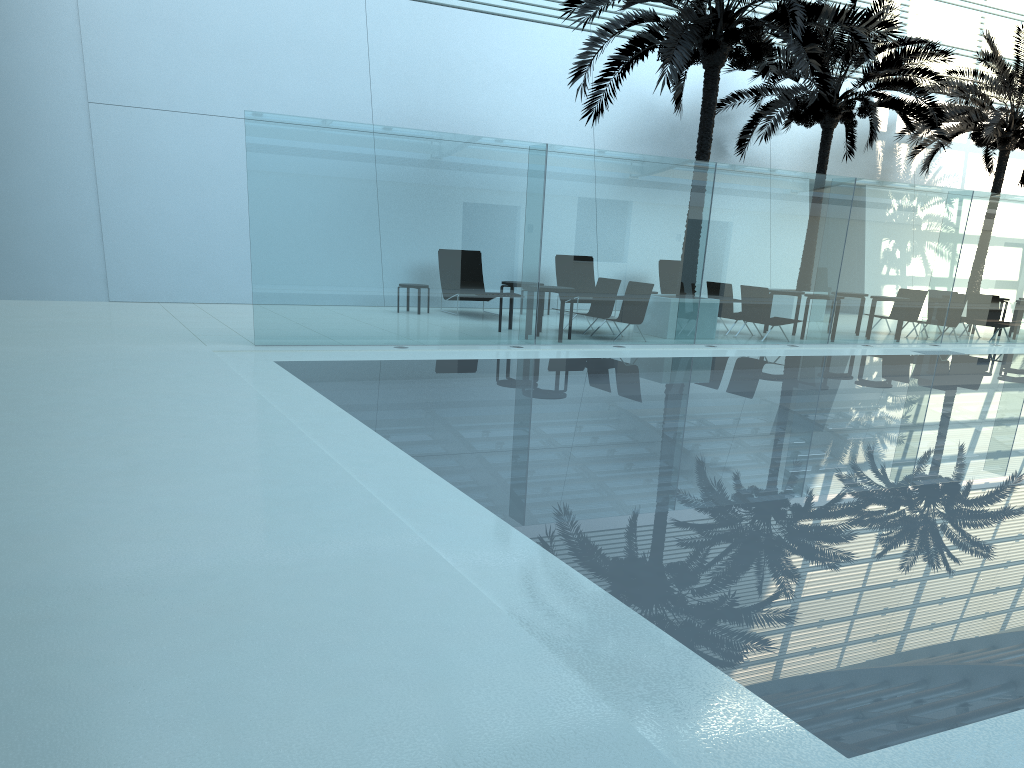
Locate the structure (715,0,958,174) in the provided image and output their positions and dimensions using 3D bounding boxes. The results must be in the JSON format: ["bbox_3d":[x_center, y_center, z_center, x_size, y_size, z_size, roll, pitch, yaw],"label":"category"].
[{"bbox_3d":[6.701,-4.871,18.957,4.519,7.148,4.191,17,21,40],"label":"structure"}]

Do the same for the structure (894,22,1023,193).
[{"bbox_3d":[12.034,-5.066,21.723,4.635,7.213,4.082,5,16,6],"label":"structure"}]

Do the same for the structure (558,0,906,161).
[{"bbox_3d":[2.928,-4.312,13.796,4.460,7.342,4.580,1,16,-8],"label":"structure"}]
